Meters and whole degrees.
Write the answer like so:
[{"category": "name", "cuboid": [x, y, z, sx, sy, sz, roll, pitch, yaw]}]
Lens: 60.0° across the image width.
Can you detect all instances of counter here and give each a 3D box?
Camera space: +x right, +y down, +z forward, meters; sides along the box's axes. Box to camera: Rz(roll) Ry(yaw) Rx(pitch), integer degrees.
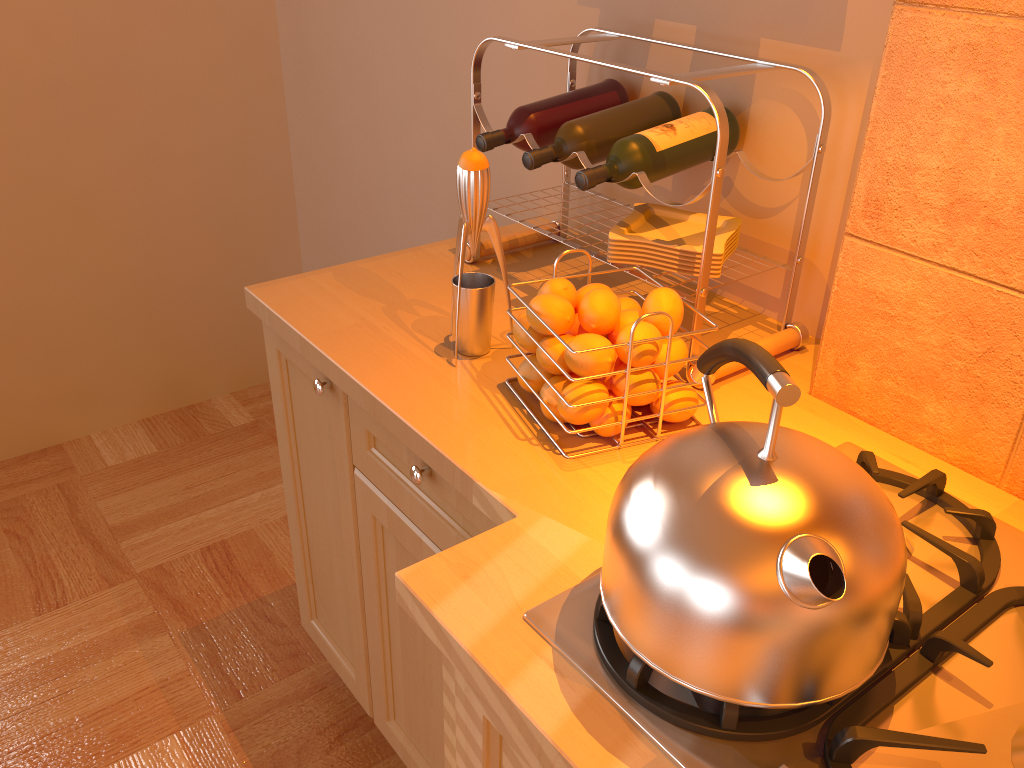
[{"category": "counter", "cuboid": [0.430, 0.247, 0.796, 0.770, 0.038, 2.250, -19, 36, -32]}]

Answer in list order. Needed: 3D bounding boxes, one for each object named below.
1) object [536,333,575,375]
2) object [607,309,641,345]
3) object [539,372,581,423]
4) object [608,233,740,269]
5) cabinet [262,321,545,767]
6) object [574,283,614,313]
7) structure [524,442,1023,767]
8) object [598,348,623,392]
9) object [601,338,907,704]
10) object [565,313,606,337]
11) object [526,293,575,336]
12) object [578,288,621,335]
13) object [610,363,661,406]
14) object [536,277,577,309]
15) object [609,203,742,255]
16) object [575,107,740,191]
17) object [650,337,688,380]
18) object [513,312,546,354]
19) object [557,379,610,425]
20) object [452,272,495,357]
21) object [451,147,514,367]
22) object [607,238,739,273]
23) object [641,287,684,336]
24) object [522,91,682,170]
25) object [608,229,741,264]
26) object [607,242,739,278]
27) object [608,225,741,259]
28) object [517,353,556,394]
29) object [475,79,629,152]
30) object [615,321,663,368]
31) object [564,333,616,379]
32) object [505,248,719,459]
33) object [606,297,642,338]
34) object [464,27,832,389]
[{"category": "object", "cuboid": [0.060, -0.036, 1.076, 0.062, 0.053, 0.052, -7, 30, -14]}, {"category": "object", "cuboid": [0.146, -0.067, 1.101, 0.055, 0.051, 0.061, 5, 30, 6]}, {"category": "object", "cuboid": [0.069, 0.016, 1.088, 0.064, 0.063, 0.074, 19, 34, 28]}, {"category": "object", "cuboid": [0.232, -0.201, 1.265, 0.163, 0.011, 0.172, 12, 31, 19]}, {"category": "cabinet", "cuboid": [0.453, 0.803, 0.707, 1.141, 0.840, 2.850, -19, 36, -32]}, {"category": "object", "cuboid": [0.105, -0.104, 1.139, 0.063, 0.051, 0.053, -16, 34, -28]}, {"category": "structure", "cuboid": [0.446, 0.283, 0.649, 0.494, 0.051, 0.797, -19, 36, -32]}, {"category": "object", "cuboid": [0.126, -0.015, 1.069, 0.051, 0.053, 0.062, 12, 31, 18]}, {"category": "object", "cuboid": [0.197, 0.085, 0.718, 0.251, 0.215, 0.242, 24, 36, 34]}, {"category": "object", "cuboid": [0.087, -0.063, 1.118, 0.064, 0.053, 0.051, 9, 30, 13]}, {"category": "object", "cuboid": [0.047, -0.083, 1.067, 0.053, 0.051, 0.063, -15, 33, -26]}, {"category": "object", "cuboid": [0.106, -0.088, 1.072, 0.051, 0.053, 0.063, 8, 30, 12]}, {"category": "object", "cuboid": [0.146, 0.000, 1.050, 0.061, 0.055, 0.051, -3, 30, -7]}, {"category": "object", "cuboid": [0.056, -0.105, 1.115, 0.052, 0.060, 0.057, 2, 30, 0]}, {"category": "object", "cuboid": [0.232, -0.218, 1.255, 0.163, 0.011, 0.172, 12, 31, 19]}, {"category": "object", "cuboid": [0.202, -0.329, 1.247, 0.282, 0.095, 0.076, -19, 36, -32]}, {"category": "object", "cuboid": [0.186, -0.033, 1.082, 0.061, 0.054, 0.053, -15, 34, -27]}, {"category": "object", "cuboid": [0.029, -0.065, 1.122, 0.053, 0.051, 0.063, -8, 31, -16]}, {"category": "object", "cuboid": [0.082, 0.020, 1.028, 0.061, 0.054, 0.052, -4, 30, -9]}, {"category": "object", "cuboid": [-0.054, -0.095, 1.233, 0.060, 0.106, 0.060, 12, 31, 17]}, {"category": "object", "cuboid": [-0.060, -0.180, 1.199, 0.101, 0.288, 0.088, -19, 36, -32]}, {"category": "object", "cuboid": [0.232, -0.195, 1.268, 0.163, 0.011, 0.172, 12, 31, 19]}, {"category": "object", "cuboid": [0.182, -0.086, 1.074, 0.050, 0.060, 0.059, 7, 30, 10]}, {"category": "object", "cuboid": [0.133, -0.376, 1.327, 0.282, 0.095, 0.076, -19, 36, -32]}, {"category": "object", "cuboid": [0.232, -0.206, 1.261, 0.163, 0.011, 0.172, 12, 31, 19]}, {"category": "object", "cuboid": [0.232, -0.189, 1.271, 0.163, 0.011, 0.172, 12, 31, 19]}, {"category": "object", "cuboid": [0.232, -0.212, 1.258, 0.163, 0.011, 0.172, 12, 31, 19]}, {"category": "object", "cuboid": [0.036, -0.015, 1.130, 0.060, 0.057, 0.052, 8, 30, 12]}, {"category": "object", "cuboid": [0.063, -0.423, 1.407, 0.282, 0.095, 0.076, -19, 36, -32]}, {"category": "object", "cuboid": [0.148, -0.046, 1.031, 0.051, 0.053, 0.063, 14, 32, 22]}, {"category": "object", "cuboid": [0.090, -0.033, 1.027, 0.061, 0.052, 0.053, 15, 32, 22]}, {"category": "object", "cuboid": [0.115, -0.049, 1.091, 0.189, 0.174, 0.207, -10, 32, -20]}, {"category": "object", "cuboid": [0.143, -0.086, 1.167, 0.060, 0.055, 0.053, -17, 35, -30]}, {"category": "object", "cuboid": [0.171, -0.298, 1.324, 0.221, 0.379, 0.572, -19, 36, -32]}]
